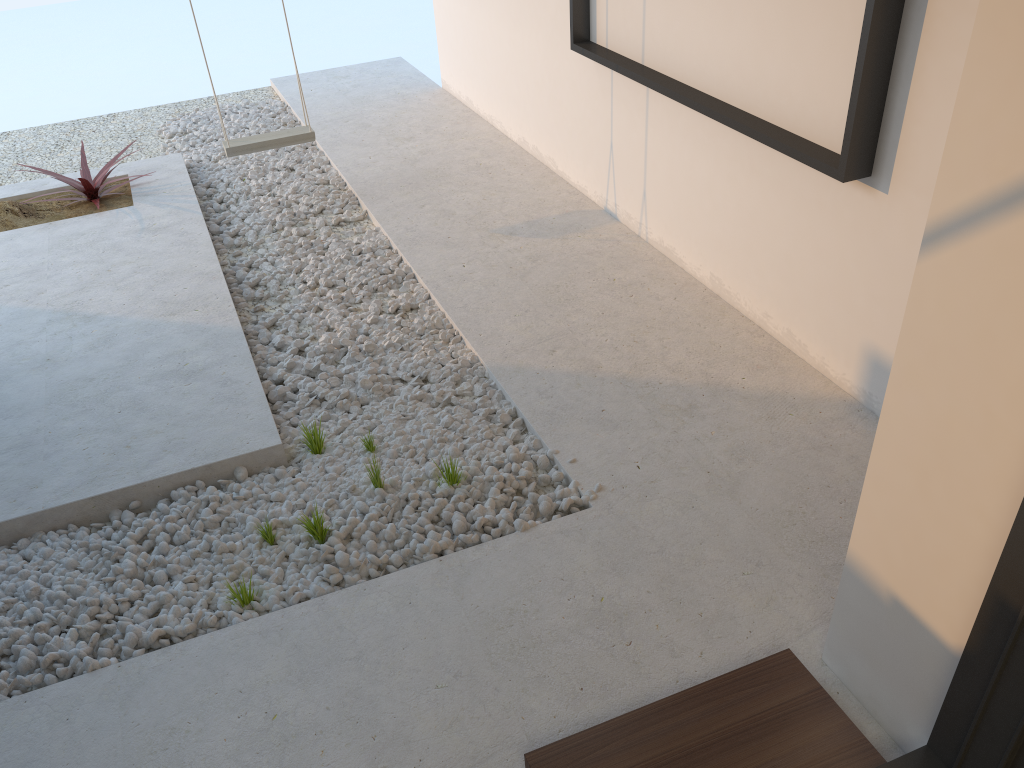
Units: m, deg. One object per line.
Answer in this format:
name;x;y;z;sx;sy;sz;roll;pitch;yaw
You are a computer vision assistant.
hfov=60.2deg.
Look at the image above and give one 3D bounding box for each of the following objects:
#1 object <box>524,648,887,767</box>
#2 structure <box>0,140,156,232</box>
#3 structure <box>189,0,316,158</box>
object;0.420;0.861;1.962;0.698;0.106;0.336;-16;37;-15
structure;-2.595;-1.060;4.903;1.195;0.306;0.718;-16;37;-16
structure;-1.322;-2.016;4.049;0.459;1.953;0.124;-16;38;-15
